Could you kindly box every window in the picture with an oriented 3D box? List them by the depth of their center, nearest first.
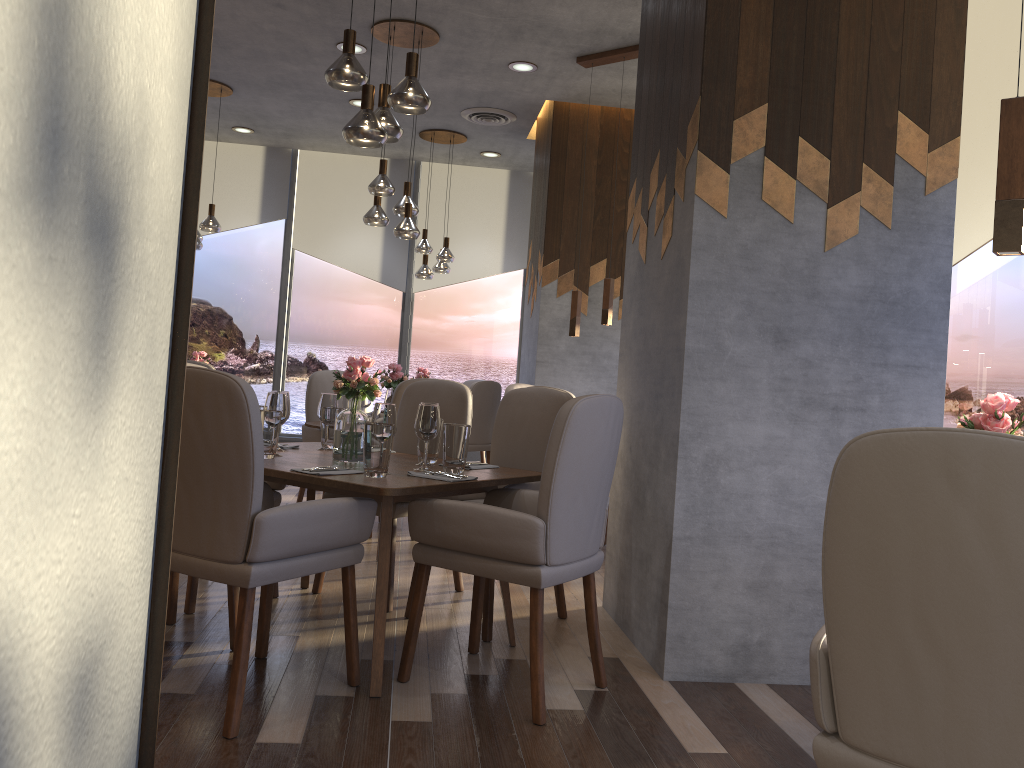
[{"bbox_3d":[-1.022,-0.931,6.360,16.135,3.201,8.049,4,0,38],"label":"window"}]

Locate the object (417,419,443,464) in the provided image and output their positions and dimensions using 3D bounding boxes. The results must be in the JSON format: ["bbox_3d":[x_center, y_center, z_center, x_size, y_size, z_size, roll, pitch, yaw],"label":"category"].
[{"bbox_3d":[-0.333,0.228,3.565,0.102,0.178,0.102,3,-1,42],"label":"object"}]

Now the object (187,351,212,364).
[{"bbox_3d":[-2.516,-0.060,7.086,0.210,0.416,0.198,5,-1,-34],"label":"object"}]

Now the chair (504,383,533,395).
[{"bbox_3d":[0.244,0.511,5.979,0.600,1.001,0.527,3,-2,43],"label":"chair"}]

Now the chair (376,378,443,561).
[{"bbox_3d":[-0.608,0.457,5.090,0.527,1.001,0.600,5,-1,-30],"label":"chair"}]

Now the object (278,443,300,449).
[{"bbox_3d":[-1.013,0.259,3.773,0.255,0.019,0.157,4,0,38],"label":"object"}]

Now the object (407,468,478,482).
[{"bbox_3d":[-0.260,0.315,3.105,0.255,0.019,0.157,4,0,34],"label":"object"}]

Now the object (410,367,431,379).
[{"bbox_3d":[-0.819,0.053,8.049,0.210,0.416,0.197,3,-1,31],"label":"object"}]

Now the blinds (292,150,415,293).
[{"bbox_3d":[-1.587,-2.316,9.101,1.173,2.683,0.007,4,-2,-6],"label":"blinds"}]

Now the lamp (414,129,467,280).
[{"bbox_3d":[-0.675,-1.603,8.087,0.439,1.327,0.439,5,-2,-39],"label":"lamp"}]

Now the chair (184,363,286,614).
[{"bbox_3d":[-1.357,0.411,3.894,0.600,1.001,0.527,3,-1,37],"label":"chair"}]

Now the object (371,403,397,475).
[{"bbox_3d":[-0.450,0.189,3.088,0.092,0.245,0.092,4,-1,-11],"label":"object"}]

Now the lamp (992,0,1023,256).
[{"bbox_3d":[1.332,-1.127,2.123,0.118,1.933,1.159,3,-2,38],"label":"lamp"}]

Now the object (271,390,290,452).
[{"bbox_3d":[-0.955,0.151,3.618,0.092,0.245,0.092,4,-1,-4],"label":"object"}]

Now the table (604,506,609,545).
[{"bbox_3d":[0.728,0.716,5.522,0.834,0.662,0.833,4,0,14],"label":"table"}]

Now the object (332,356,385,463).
[{"bbox_3d":[-0.605,0.094,3.431,0.210,0.416,0.198,5,-1,-29],"label":"object"}]

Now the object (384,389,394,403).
[{"bbox_3d":[-0.757,0.157,5.551,0.092,0.245,0.092,3,-2,39],"label":"object"}]

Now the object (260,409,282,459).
[{"bbox_3d":[-0.918,0.188,3.312,0.102,0.178,0.102,4,-1,-17],"label":"object"}]

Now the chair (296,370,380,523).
[{"bbox_3d":[-1.163,0.412,6.110,0.527,1.001,0.600,5,-1,-30],"label":"chair"}]

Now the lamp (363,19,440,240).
[{"bbox_3d":[-0.731,-1.594,5.685,0.439,1.327,0.439,4,-1,1],"label":"lamp"}]

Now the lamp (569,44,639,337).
[{"bbox_3d":[0.853,-1.180,5.571,1.162,1.933,0.118,3,-2,38],"label":"lamp"}]

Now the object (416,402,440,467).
[{"bbox_3d":[-0.329,0.196,3.456,0.092,0.245,0.092,5,-1,-29],"label":"object"}]

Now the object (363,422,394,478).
[{"bbox_3d":[-0.453,0.222,2.978,0.102,0.178,0.102,5,-1,-27],"label":"object"}]

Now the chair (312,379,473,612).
[{"bbox_3d":[-0.525,0.468,4.140,0.528,1.001,0.599,3,-1,32],"label":"chair"}]

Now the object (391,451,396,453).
[{"bbox_3d":[-0.643,0.284,3.849,0.157,0.019,0.254,4,0,36],"label":"object"}]

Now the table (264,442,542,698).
[{"bbox_3d":[-0.665,0.628,3.431,1.308,0.666,0.963,4,0,34],"label":"table"}]

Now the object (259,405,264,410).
[{"bbox_3d":[-1.066,0.176,3.620,0.102,0.178,0.102,5,-1,-26],"label":"object"}]

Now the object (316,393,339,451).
[{"bbox_3d":[-0.790,0.161,3.795,0.092,0.245,0.092,4,-1,-6],"label":"object"}]

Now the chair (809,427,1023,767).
[{"bbox_3d":[0.819,0.577,1.550,0.528,1.001,0.599,3,-1,37],"label":"chair"}]

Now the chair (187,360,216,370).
[{"bbox_3d":[-2.435,0.321,6.497,0.528,1.001,0.600,5,-1,-25],"label":"chair"}]

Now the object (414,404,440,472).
[{"bbox_3d":[-0.315,0.198,3.261,0.092,0.245,0.092,4,-1,14],"label":"object"}]

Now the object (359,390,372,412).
[{"bbox_3d":[-0.953,0.142,5.718,0.092,0.245,0.092,4,-1,-13],"label":"object"}]

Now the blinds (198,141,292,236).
[{"bbox_3d":[-2.803,-2.698,8.969,1.173,2.683,0.007,4,-2,-6],"label":"blinds"}]

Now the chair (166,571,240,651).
[{"bbox_3d":[-1.274,0.422,3.050,0.528,1.001,0.599,3,-1,37],"label":"chair"}]

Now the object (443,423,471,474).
[{"bbox_3d":[-0.209,0.238,3.267,0.102,0.178,0.102,3,-1,30],"label":"object"}]

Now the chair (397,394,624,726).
[{"bbox_3d":[0.022,0.513,2.981,0.600,1.001,0.527,3,-1,31],"label":"chair"}]

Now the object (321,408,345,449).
[{"bbox_3d":[-0.795,0.193,3.904,0.102,0.178,0.102,3,-1,42],"label":"object"}]

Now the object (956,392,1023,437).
[{"bbox_3d":[1.156,0.225,2.124,0.210,0.416,0.198,5,-1,-29],"label":"object"}]

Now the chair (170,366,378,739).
[{"bbox_3d":[-0.796,0.457,2.743,0.528,1.001,0.599,3,-1,30],"label":"chair"}]

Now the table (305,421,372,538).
[{"bbox_3d":[-0.908,0.601,5.608,0.833,0.662,0.834,4,0,-32],"label":"table"}]

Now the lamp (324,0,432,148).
[{"bbox_3d":[-0.494,-1.565,3.472,0.439,1.327,0.439,5,-1,-21],"label":"lamp"}]

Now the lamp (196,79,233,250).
[{"bbox_3d":[-2.516,-1.727,7.100,0.439,1.327,0.439,4,-1,-4],"label":"lamp"}]

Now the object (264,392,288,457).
[{"bbox_3d":[-0.915,0.155,3.422,0.092,0.245,0.092,4,-1,-11],"label":"object"}]

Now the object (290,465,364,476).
[{"bbox_3d":[-0.615,0.291,3.032,0.157,0.019,0.254,4,0,37],"label":"object"}]

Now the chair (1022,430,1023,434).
[{"bbox_3d":[1.599,0.626,2.569,0.528,1.001,0.599,3,-1,36],"label":"chair"}]

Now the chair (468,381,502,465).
[{"bbox_3d":[-0.446,0.454,7.654,0.600,1.001,0.527,3,-1,38],"label":"chair"}]

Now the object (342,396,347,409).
[{"bbox_3d":[-1.058,0.168,5.756,0.102,0.178,0.102,5,-1,-26],"label":"object"}]

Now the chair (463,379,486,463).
[{"bbox_3d":[-0.534,0.443,8.459,0.528,1.001,0.599,3,-1,41],"label":"chair"}]

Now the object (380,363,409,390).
[{"bbox_3d":[-0.767,0.070,5.737,0.198,0.416,0.210,3,-2,41],"label":"object"}]

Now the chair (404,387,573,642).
[{"bbox_3d":[-0.061,0.502,3.817,0.528,1.001,0.599,3,-1,37],"label":"chair"}]

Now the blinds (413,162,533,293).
[{"bbox_3d":[-0.350,-2.230,9.241,1.173,2.683,0.007,4,-2,-6],"label":"blinds"}]

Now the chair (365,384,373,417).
[{"bbox_3d":[-1.352,0.386,8.378,0.600,1.001,0.527,3,-1,37],"label":"chair"}]

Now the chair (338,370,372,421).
[{"bbox_3d":[-1.308,0.394,7.598,0.528,1.001,0.599,3,-1,40],"label":"chair"}]

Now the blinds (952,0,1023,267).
[{"bbox_3d":[2.116,-1.750,3.874,0.007,2.683,1.173,4,-1,-7],"label":"blinds"}]

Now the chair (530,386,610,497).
[{"bbox_3d":[0.326,0.522,5.082,0.528,1.001,0.599,3,-1,40],"label":"chair"}]

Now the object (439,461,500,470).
[{"bbox_3d":[-0.181,0.318,3.510,0.157,0.019,0.254,4,0,36],"label":"object"}]
